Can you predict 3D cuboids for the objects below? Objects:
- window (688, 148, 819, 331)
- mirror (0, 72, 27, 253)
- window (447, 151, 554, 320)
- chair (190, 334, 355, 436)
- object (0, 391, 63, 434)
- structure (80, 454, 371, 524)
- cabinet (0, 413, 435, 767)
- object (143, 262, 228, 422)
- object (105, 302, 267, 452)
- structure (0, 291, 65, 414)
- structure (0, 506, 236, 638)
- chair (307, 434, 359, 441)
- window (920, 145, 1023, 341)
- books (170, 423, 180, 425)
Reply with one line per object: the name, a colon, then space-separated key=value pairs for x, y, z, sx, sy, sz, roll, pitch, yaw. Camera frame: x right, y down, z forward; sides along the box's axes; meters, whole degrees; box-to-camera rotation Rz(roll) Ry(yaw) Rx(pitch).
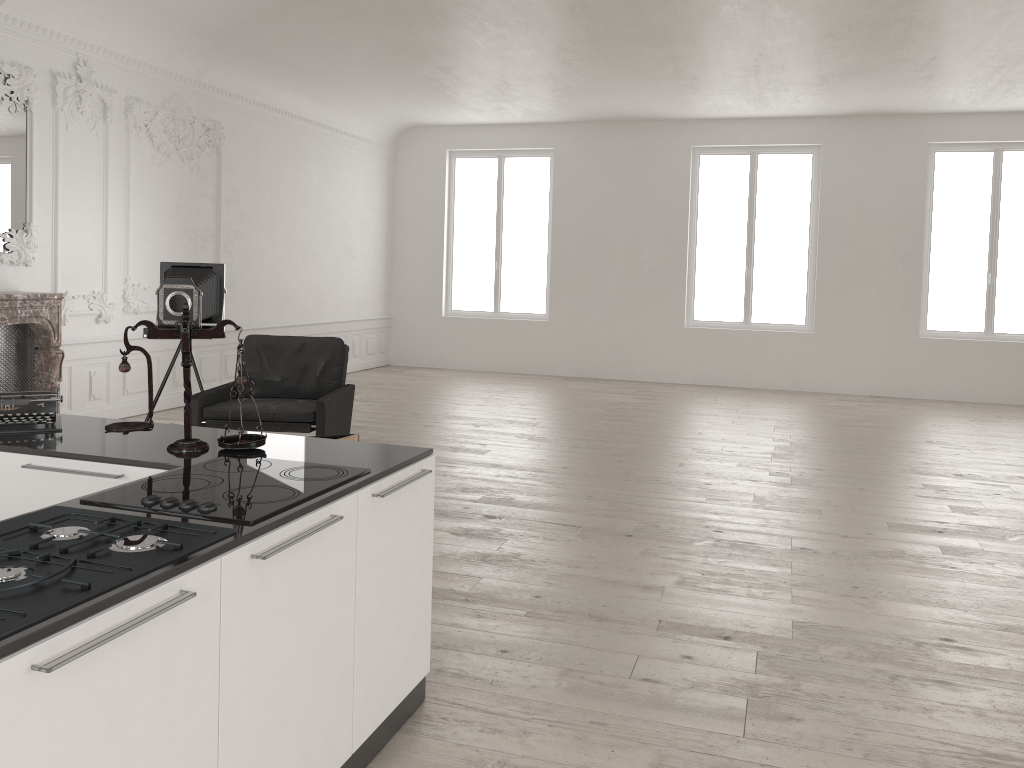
window: x=3.436 y=-2.082 z=12.671 sx=1.727 sy=2.570 sz=0.071 roll=3 pitch=3 yaw=17
mirror: x=-4.262 y=-1.731 z=6.744 sx=0.009 sy=1.564 sz=1.441 roll=2 pitch=5 yaw=17
window: x=-0.197 y=-2.327 z=13.804 sx=1.727 sy=2.570 sz=0.071 roll=3 pitch=3 yaw=17
chair: x=-1.765 y=0.135 z=6.722 sx=0.974 sy=0.959 sz=1.093 roll=2 pitch=5 yaw=2
object: x=-1.854 y=0.099 z=3.229 sx=0.383 sy=0.110 sz=0.318 roll=-2 pitch=7 yaw=-28
structure: x=-0.761 y=0.270 z=2.459 sx=0.507 sy=0.021 sz=0.631 roll=4 pitch=7 yaw=17
cabinet: x=-1.900 y=0.710 z=2.292 sx=2.709 sy=0.878 sz=2.474 roll=4 pitch=7 yaw=17
object: x=-2.605 y=-0.213 z=7.087 sx=0.711 sy=1.516 sz=0.658 roll=1 pitch=3 yaw=-8
object: x=-1.071 y=-0.024 z=2.918 sx=0.512 sy=0.489 sz=0.168 roll=1 pitch=3 yaw=-10
structure: x=-4.183 y=-0.059 z=6.630 sx=0.660 sy=1.242 sz=1.551 roll=3 pitch=5 yaw=17
structure: x=-1.000 y=0.360 z=1.700 sx=0.521 sy=0.014 sz=0.846 roll=4 pitch=7 yaw=17
chair: x=-1.071 y=0.576 z=4.075 sx=0.630 sy=0.767 sz=0.785 roll=-1 pitch=5 yaw=-28
window: x=6.421 y=-1.880 z=11.739 sx=1.727 sy=2.570 sz=0.071 roll=3 pitch=3 yaw=17
books: x=-2.439 y=0.311 z=6.219 sx=0.172 sy=0.022 sz=0.243 roll=6 pitch=8 yaw=31
